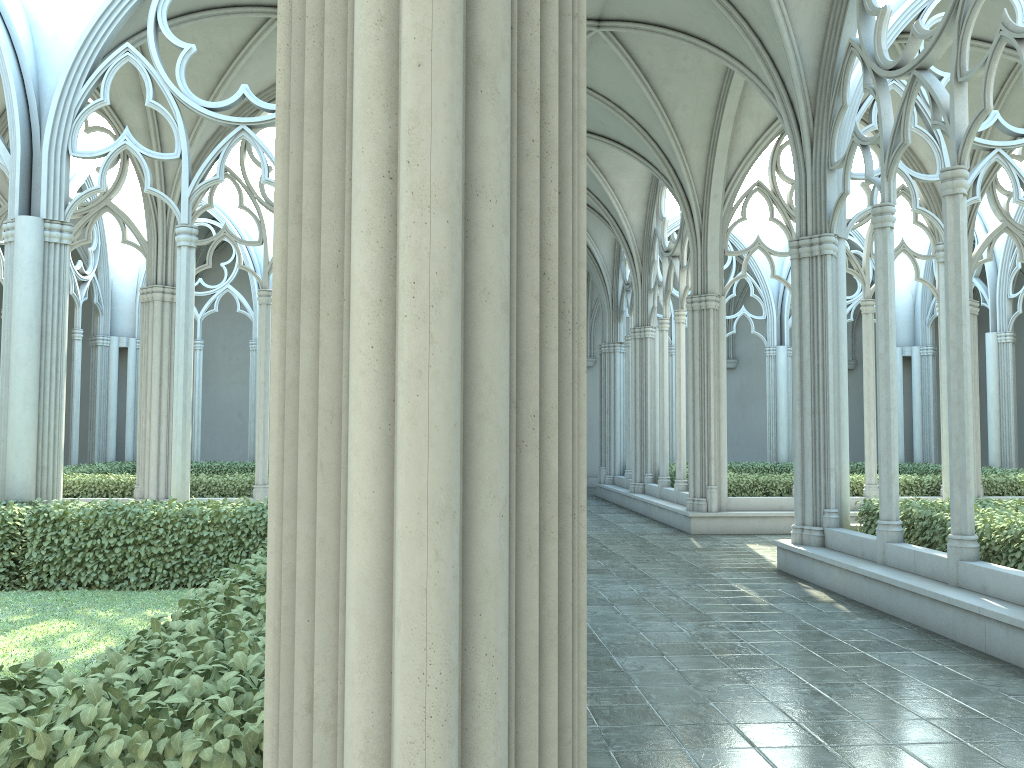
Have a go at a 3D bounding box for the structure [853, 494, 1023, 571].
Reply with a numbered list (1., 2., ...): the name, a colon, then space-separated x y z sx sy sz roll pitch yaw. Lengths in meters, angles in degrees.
1. structure: 8.285 1.577 6.858 7.995 0.963 8.018 0 -3 -5

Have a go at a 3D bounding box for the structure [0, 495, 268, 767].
1. structure: -4.751 1.468 5.822 7.995 0.963 8.018 0 -3 -5

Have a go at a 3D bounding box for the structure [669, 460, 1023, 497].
1. structure: 7.249 2.298 19.862 7.995 0.963 8.018 0 -3 -5

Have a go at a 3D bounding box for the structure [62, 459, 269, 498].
1. structure: -5.796 2.189 18.825 7.995 0.963 8.018 0 -3 -5
